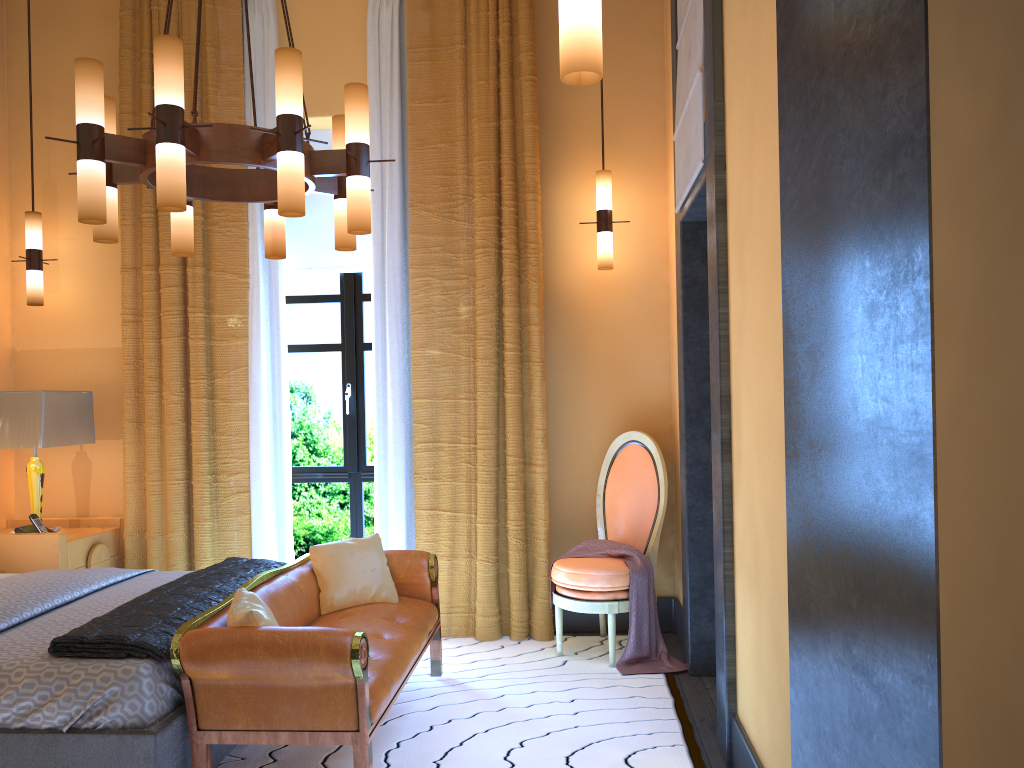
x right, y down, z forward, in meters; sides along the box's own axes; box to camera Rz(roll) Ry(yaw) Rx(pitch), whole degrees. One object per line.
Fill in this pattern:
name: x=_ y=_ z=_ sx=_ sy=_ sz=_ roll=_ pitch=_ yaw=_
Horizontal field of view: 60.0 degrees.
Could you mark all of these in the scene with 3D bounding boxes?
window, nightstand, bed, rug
window: x=-0.970 y=-0.050 z=5.391 sx=1.200 sy=3.000 sz=0.130 roll=-1 pitch=0 yaw=4
nightstand: x=-2.625 y=1.131 z=4.921 sx=0.720 sy=0.690 sz=0.680 roll=-1 pitch=0 yaw=4
bed: x=-2.060 y=0.978 z=3.606 sx=2.106 sy=0.824 sz=1.888 roll=-1 pitch=-1 yaw=4
rug: x=-1.140 y=1.412 z=3.365 sx=3.702 sy=0.016 sz=3.387 roll=-1 pitch=-1 yaw=4

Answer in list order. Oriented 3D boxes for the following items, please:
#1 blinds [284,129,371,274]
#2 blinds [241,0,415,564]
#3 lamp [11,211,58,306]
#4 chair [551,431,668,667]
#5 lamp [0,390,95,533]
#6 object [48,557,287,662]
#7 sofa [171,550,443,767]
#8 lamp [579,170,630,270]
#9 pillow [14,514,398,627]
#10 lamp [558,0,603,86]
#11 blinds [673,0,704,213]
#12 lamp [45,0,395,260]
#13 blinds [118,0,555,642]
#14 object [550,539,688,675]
blinds: x=-0.994 y=-1.113 z=5.376 sx=1.200 sy=0.873 sz=0.013 roll=-1 pitch=0 yaw=4
blinds: x=-1.060 y=-0.598 z=5.073 sx=2.050 sy=4.076 sz=0.236 roll=-1 pitch=0 yaw=2
lamp: x=-2.739 y=-0.716 z=5.083 sx=0.199 sy=0.532 sz=0.199 roll=-1 pitch=0 yaw=-41
chair: x=0.497 y=0.828 z=4.634 sx=0.500 sy=1.147 sz=0.632 roll=-1 pitch=0 yaw=37
lamp: x=-2.598 y=0.442 z=4.824 sx=0.424 sy=0.802 sz=0.505 roll=-1 pitch=0 yaw=4
object: x=-1.256 y=0.856 z=3.540 sx=0.405 sy=0.104 sz=1.461 roll=-1 pitch=-1 yaw=4
sofa: x=-0.707 y=1.088 z=3.582 sx=0.650 sy=0.640 sz=1.615 roll=-1 pitch=-1 yaw=4
lamp: x=0.505 y=-0.893 z=4.841 sx=0.199 sy=0.532 sz=0.199 roll=-1 pitch=0 yaw=-41
pillow: x=-1.339 y=0.856 z=4.162 sx=1.146 sy=0.407 sz=2.629 roll=0 pitch=-1 yaw=-44
lamp: x=0.136 y=-0.889 z=1.806 sx=0.199 sy=0.532 sz=0.199 roll=-1 pitch=0 yaw=-41
blinds: x=0.749 y=-1.610 z=3.798 sx=0.042 sy=1.576 sz=0.895 roll=-1 pitch=0 yaw=4
lamp: x=-1.055 y=-1.623 z=3.257 sx=1.141 sy=2.168 sz=1.141 roll=-1 pitch=0 yaw=27
blinds: x=-1.028 y=-0.623 z=4.988 sx=2.451 sy=4.146 sz=0.134 roll=-1 pitch=0 yaw=4
object: x=0.541 y=1.103 z=4.529 sx=0.428 sy=0.572 sz=0.803 roll=-1 pitch=-1 yaw=-38
